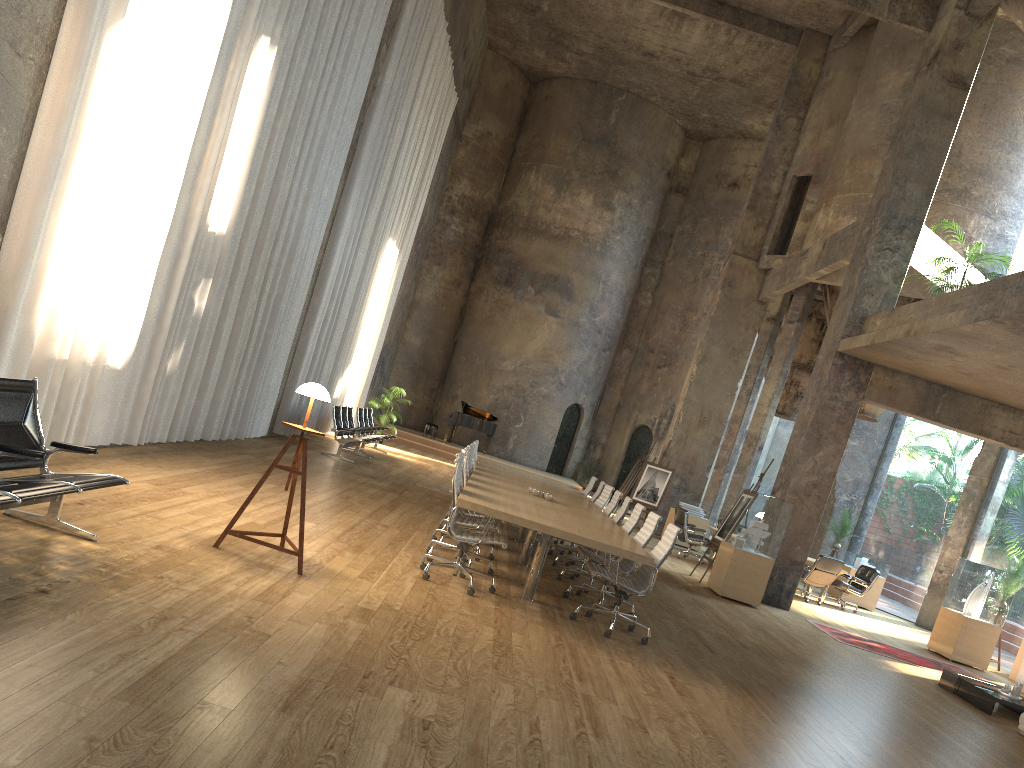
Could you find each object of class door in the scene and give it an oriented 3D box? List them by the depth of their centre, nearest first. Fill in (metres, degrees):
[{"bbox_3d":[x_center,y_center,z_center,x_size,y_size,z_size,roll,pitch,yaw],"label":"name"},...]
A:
[{"bbox_3d":[1.580,1.670,27.112,0.917,2.314,0.089,14,6,-43],"label":"door"},{"bbox_3d":[3.786,2.546,27.202,0.881,2.652,0.112,21,6,41],"label":"door"}]

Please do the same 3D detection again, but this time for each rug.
[{"bbox_3d":[5.433,3.759,12.164,2.465,0.009,1.338,18,-2,-1],"label":"rug"}]

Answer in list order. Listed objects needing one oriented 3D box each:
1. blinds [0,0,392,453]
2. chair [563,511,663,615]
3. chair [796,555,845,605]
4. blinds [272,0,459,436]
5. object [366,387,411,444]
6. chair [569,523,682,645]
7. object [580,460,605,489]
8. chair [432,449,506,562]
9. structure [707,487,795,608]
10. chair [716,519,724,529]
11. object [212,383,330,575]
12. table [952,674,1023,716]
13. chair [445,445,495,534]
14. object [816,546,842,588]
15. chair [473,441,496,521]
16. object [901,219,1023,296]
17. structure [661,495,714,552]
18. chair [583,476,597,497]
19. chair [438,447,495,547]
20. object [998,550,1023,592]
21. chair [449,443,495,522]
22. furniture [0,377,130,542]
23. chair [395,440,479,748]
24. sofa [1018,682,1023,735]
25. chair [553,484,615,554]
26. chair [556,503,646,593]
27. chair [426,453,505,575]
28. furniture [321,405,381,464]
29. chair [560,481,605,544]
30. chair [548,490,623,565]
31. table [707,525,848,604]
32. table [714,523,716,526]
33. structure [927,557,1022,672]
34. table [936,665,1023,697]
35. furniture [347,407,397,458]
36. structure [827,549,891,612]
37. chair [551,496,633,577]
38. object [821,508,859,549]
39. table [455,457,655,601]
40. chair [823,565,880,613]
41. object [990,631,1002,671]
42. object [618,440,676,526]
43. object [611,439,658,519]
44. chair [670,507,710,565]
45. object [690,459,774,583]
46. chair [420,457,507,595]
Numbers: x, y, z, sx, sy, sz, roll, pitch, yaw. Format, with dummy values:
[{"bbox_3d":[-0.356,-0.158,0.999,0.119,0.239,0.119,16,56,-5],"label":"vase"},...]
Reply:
[{"bbox_3d":[-2.543,-3.480,9.681,0.275,8.709,7.781,17,2,1],"label":"blinds"},{"bbox_3d":[0.963,1.647,8.403,0.698,1.033,0.662,18,3,2],"label":"chair"},{"bbox_3d":[5.306,3.416,15.648,0.741,0.899,0.804,16,2,-27],"label":"chair"},{"bbox_3d":[-2.621,-3.114,18.293,0.275,8.709,7.781,17,2,1],"label":"blinds"},{"bbox_3d":[-3.070,0.738,21.393,1.099,1.468,1.114,17,2,-10],"label":"object"},{"bbox_3d":[0.969,1.606,7.458,0.697,1.033,0.663,18,3,5],"label":"chair"},{"bbox_3d":[2.452,2.838,27.638,0.906,0.998,0.908,18,2,10],"label":"object"},{"bbox_3d":[-0.372,1.259,9.135,0.700,1.033,0.660,17,3,-2],"label":"chair"},{"bbox_3d":[3.373,2.320,12.518,0.595,1.559,0.736,17,4,-1],"label":"structure"},{"bbox_3d":[4.231,3.140,17.054,0.727,0.899,0.820,18,2,6],"label":"chair"},{"bbox_3d":[-1.480,0.640,6.141,0.559,1.307,0.666,20,4,32],"label":"object"},{"bbox_3d":[5.492,3.578,9.924,0.791,0.204,1.104,18,-2,-1],"label":"table"},{"bbox_3d":[-0.397,1.333,10.941,0.695,1.033,0.664,18,3,7],"label":"chair"},{"bbox_3d":[6.944,4.044,19.025,0.559,0.980,0.668,20,3,35],"label":"object"},{"bbox_3d":[-0.417,1.408,12.751,0.698,1.033,0.662,18,3,2],"label":"chair"},{"bbox_3d":[6.137,-1.209,12.166,1.397,1.823,1.352,18,2,5],"label":"object"},{"bbox_3d":[3.823,3.044,19.206,0.744,1.022,0.730,17,2,-1],"label":"structure"},{"bbox_3d":[0.876,1.861,13.732,0.697,1.033,0.663,18,3,4],"label":"chair"},{"bbox_3d":[-0.391,1.295,10.064,0.697,1.033,0.663,18,3,4],"label":"chair"},{"bbox_3d":[7.909,3.125,14.018,0.693,0.947,0.848,17,2,-10],"label":"object"},{"bbox_3d":[-0.407,1.370,11.837,0.697,1.033,0.663,18,3,4],"label":"chair"},{"bbox_3d":[-2.613,0.430,4.359,0.709,0.847,1.861,17,-1,0],"label":"furniture"},{"bbox_3d":[2.283,2.312,13.738,12.960,1.039,31.330,18,-2,0],"label":"chair"},{"bbox_3d":[6.150,3.481,9.291,2.066,0.727,2.912,18,-2,-1],"label":"sofa"},{"bbox_3d":[0.934,1.802,12.019,0.700,1.033,0.660,17,3,-2],"label":"chair"},{"bbox_3d":[0.953,1.685,9.317,0.697,1.033,0.663,18,3,4],"label":"chair"},{"bbox_3d":[-0.364,1.223,8.282,0.695,1.033,0.664,18,3,7],"label":"chair"},{"bbox_3d":[-2.767,0.888,15.539,0.709,0.847,1.861,17,-1,0],"label":"furniture"},{"bbox_3d":[0.918,1.835,12.872,0.695,1.033,0.664,18,3,7],"label":"chair"},{"bbox_3d":[0.937,1.761,11.090,0.697,1.033,0.663,18,3,4],"label":"chair"},{"bbox_3d":[4.786,3.382,16.325,2.413,0.706,1.097,18,0,-2],"label":"table"},{"bbox_3d":[4.538,3.664,22.520,1.873,0.550,0.935,18,-1,-2],"label":"table"},{"bbox_3d":[7.108,3.547,13.573,0.595,1.559,0.736,17,4,-1],"label":"structure"},{"bbox_3d":[5.495,3.573,10.290,0.861,0.248,0.368,18,0,-2],"label":"table"},{"bbox_3d":[-2.788,0.989,17.918,0.709,0.847,1.861,17,-1,0],"label":"furniture"},{"bbox_3d":[7.094,4.023,18.023,0.736,1.022,0.738,17,2,-1],"label":"structure"},{"bbox_3d":[0.942,1.723,10.213,0.695,1.033,0.664,18,3,7],"label":"chair"},{"bbox_3d":[7.079,3.089,19.017,0.858,0.947,0.684,17,2,2],"label":"object"},{"bbox_3d":[0.198,1.645,10.656,1.602,0.763,7.672,17,-2,0],"label":"table"},{"bbox_3d":[6.235,3.742,16.367,0.825,0.899,0.722,17,2,-7],"label":"chair"},{"bbox_3d":[7.566,4.017,14.090,0.670,0.980,0.557,16,4,-37],"label":"object"},{"bbox_3d":[2.939,2.165,18.424,0.688,2.164,0.692,20,5,31],"label":"object"},{"bbox_3d":[2.821,2.212,20.302,0.673,2.164,0.707,19,5,25],"label":"object"},{"bbox_3d":[3.331,2.821,16.272,0.824,0.899,0.723,17,2,-5],"label":"chair"},{"bbox_3d":[3.426,2.090,13.382,0.686,2.164,0.694,17,4,-2],"label":"object"},{"bbox_3d":[-0.329,1.195,7.422,0.697,1.033,0.663,18,3,4],"label":"chair"}]
